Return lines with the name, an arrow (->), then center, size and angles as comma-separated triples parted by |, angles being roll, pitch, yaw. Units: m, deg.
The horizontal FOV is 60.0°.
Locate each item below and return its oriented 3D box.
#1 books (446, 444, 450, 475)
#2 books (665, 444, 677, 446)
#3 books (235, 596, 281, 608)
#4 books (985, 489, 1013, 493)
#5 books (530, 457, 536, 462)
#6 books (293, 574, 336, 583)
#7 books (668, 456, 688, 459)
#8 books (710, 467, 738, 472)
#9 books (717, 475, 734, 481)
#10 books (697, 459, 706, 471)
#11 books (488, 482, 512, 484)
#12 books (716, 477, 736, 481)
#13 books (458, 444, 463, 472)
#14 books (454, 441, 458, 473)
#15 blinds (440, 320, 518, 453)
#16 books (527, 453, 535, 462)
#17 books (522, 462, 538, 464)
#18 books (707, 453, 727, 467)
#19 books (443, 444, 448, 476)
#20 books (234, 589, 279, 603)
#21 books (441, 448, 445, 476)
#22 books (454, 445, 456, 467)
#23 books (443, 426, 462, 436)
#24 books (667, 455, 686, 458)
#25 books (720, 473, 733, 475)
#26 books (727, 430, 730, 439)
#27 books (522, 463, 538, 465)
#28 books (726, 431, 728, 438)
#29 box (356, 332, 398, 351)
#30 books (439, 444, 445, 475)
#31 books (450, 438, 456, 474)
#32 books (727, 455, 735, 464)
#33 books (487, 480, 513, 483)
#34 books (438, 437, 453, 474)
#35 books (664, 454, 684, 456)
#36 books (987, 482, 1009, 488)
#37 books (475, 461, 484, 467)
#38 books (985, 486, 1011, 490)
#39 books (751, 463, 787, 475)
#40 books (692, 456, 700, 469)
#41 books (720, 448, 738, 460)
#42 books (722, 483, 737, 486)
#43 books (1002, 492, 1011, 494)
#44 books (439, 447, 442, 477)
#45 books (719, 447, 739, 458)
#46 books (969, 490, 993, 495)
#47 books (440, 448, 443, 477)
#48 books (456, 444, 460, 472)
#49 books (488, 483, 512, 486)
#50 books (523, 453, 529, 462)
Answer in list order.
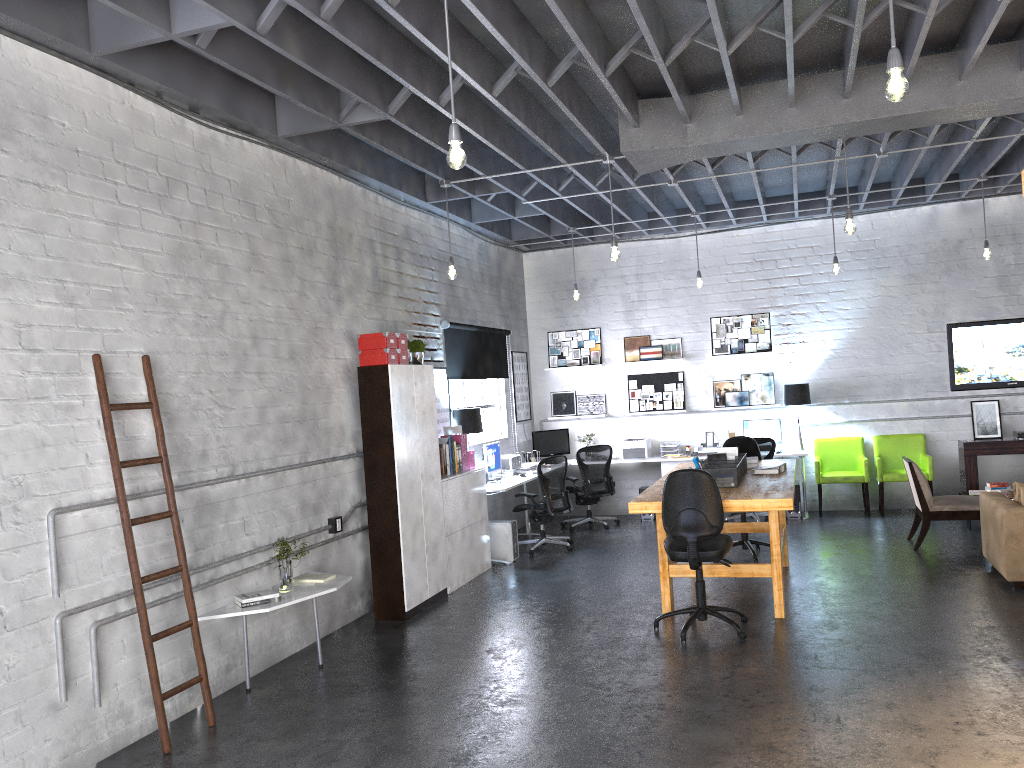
books -> -0.680, 0.717, 8.357 | 0.174, 0.286, 0.045 | -4, 1, 18
books -> 2.064, 0.797, 11.555 | 0.134, 0.008, 0.203 | -4, 0, 1
books -> -1.627, 1.382, 5.676 | 0.250, 0.031, 0.185 | -4, 0, -30
books -> 5.269, 1.145, 9.597 | 0.161, 0.026, 0.223 | -4, 0, -12
books -> 0.277, 0.991, 11.526 | 0.037, 0.076, 0.102 | -4, 0, 33
books -> -1.398, 1.376, 6.272 | 0.248, 0.021, 0.176 | -4, 0, 18
books -> 2.099, 0.924, 11.215 | 0.211, 0.014, 0.148 | -4, 0, -17
books -> 1.688, 0.697, 7.176 | 0.232, 0.027, 0.185 | -4, 0, -10
books -> 1.648, 0.725, 6.861 | 0.127, 0.022, 0.181 | -4, 0, 13
books -> 1.502, 0.692, 6.886 | 0.097, 0.209, 0.157 | -4, 0, 18
books -> -0.132, 1.052, 9.445 | 0.209, 0.012, 0.158 | -4, -1, 41
books -> 1.655, 0.746, 6.865 | 0.141, 0.021, 0.203 | -4, 0, 19
books -> -0.605, 0.724, 8.673 | 0.220, 0.271, 0.082 | -4, 0, 18
books -> -0.610, 0.707, 8.556 | 0.159, 0.298, 0.026 | -4, 1, 18
blinds -> -0.325, 0.127, 10.306 | 0.100, 1.632, 2.118 | -4, 0, 18
books -> 0.252, 0.961, 11.530 | 0.017, 0.121, 0.183 | -4, 0, 33
books -> 0.190, 1.004, 11.218 | 0.297, 0.006, 0.210 | -4, 0, 19
books -> 1.708, 0.679, 7.357 | 0.158, 0.214, 0.063 | -4, 0, 18
books -> -0.699, 0.714, 8.309 | 0.170, 0.293, 0.057 | -4, 1, 18
books -> -1.632, 1.355, 5.666 | 0.234, 0.022, 0.185 | -4, 0, -34
books -> -0.713, 0.728, 8.243 | 0.161, 0.266, 0.027 | -4, 1, 18
books -> -0.621, 0.724, 8.532 | 0.161, 0.266, 0.026 | -4, 1, 18
books -> -0.578, 0.547, 8.779 | 0.192, 0.267, 0.060 | -4, 1, 18
books -> 2.079, 0.911, 11.209 | 0.211, 0.014, 0.148 | -4, 0, -7
books -> 1.700, 0.721, 7.176 | 0.250, 0.022, 0.205 | -4, 0, 23
books -> 2.774, 0.735, 11.291 | 0.043, 0.296, 0.210 | -4, 0, 18
books -> 0.189, 1.009, 11.213 | 0.297, 0.006, 0.210 | -4, 0, 18
books -> 2.765, 0.736, 11.289 | 0.036, 0.296, 0.210 | -4, 0, 18
box -> -1.090, -0.342, 7.185 | 0.270, 0.131, 0.206 | -4, 0, 18
books -> -0.714, 0.712, 8.270 | 0.159, 0.298, 0.026 | -4, 1, 18
books -> -0.648, 0.689, 8.490 | 0.197, 0.339, 0.065 | -4, 1, 18
books -> 1.783, 0.688, 7.364 | 0.143, 0.188, 0.061 | -4, 0, 18
books -> -0.127, 1.041, 9.447 | 0.212, 0.010, 0.170 | -4, -1, 45
books -> -0.663, 0.686, 8.431 | 0.176, 0.346, 0.053 | -4, 1, 18
books -> 2.052, 0.899, 11.214 | 0.211, 0.014, 0.148 | -4, 0, 33
books -> 5.253, 1.089, 9.596 | 0.185, 0.041, 0.129 | -4, 0, 13
books -> -0.380, 0.963, 9.602 | 0.172, 0.243, 0.026 | -4, 1, 18
books -> 5.259, 1.121, 9.604 | 0.208, 0.024, 0.144 | -4, 0, 3
books -> 2.197, 0.723, 7.586 | 0.244, 0.067, 0.298 | -4, 0, 28
books -> 1.474, 0.681, 6.910 | 0.108, 0.234, 0.166 | -4, 0, 18
books -> 1.922, 0.675, 7.853 | 0.158, 0.200, 0.082 | -4, 0, 18
books -> 1.653, 0.771, 6.865 | 0.155, 0.029, 0.226 | -4, 0, 18
books -> 5.247, 1.175, 9.610 | 0.223, 0.032, 0.161 | -4, 0, -2
books -> -0.742, 0.725, 8.190 | 0.168, 0.275, 0.037 | -4, 1, 18
books -> 1.934, 0.668, 7.882 | 0.171, 0.210, 0.046 | -4, 1, 18
books -> 4.970, 1.149, 9.400 | 0.223, 0.027, 0.161 | -4, 0, 28
books -> -0.724, 0.729, 8.218 | 0.161, 0.266, 0.026 | -4, 1, 18
books -> -0.624, 0.727, 8.615 | 0.219, 0.267, 0.060 | -4, 1, 23
books -> -0.129, 1.063, 9.442 | 0.213, 0.012, 0.158 | -4, -1, 43
books -> 0.200, 0.957, 11.581 | 0.052, 0.109, 0.133 | -4, 0, 33
